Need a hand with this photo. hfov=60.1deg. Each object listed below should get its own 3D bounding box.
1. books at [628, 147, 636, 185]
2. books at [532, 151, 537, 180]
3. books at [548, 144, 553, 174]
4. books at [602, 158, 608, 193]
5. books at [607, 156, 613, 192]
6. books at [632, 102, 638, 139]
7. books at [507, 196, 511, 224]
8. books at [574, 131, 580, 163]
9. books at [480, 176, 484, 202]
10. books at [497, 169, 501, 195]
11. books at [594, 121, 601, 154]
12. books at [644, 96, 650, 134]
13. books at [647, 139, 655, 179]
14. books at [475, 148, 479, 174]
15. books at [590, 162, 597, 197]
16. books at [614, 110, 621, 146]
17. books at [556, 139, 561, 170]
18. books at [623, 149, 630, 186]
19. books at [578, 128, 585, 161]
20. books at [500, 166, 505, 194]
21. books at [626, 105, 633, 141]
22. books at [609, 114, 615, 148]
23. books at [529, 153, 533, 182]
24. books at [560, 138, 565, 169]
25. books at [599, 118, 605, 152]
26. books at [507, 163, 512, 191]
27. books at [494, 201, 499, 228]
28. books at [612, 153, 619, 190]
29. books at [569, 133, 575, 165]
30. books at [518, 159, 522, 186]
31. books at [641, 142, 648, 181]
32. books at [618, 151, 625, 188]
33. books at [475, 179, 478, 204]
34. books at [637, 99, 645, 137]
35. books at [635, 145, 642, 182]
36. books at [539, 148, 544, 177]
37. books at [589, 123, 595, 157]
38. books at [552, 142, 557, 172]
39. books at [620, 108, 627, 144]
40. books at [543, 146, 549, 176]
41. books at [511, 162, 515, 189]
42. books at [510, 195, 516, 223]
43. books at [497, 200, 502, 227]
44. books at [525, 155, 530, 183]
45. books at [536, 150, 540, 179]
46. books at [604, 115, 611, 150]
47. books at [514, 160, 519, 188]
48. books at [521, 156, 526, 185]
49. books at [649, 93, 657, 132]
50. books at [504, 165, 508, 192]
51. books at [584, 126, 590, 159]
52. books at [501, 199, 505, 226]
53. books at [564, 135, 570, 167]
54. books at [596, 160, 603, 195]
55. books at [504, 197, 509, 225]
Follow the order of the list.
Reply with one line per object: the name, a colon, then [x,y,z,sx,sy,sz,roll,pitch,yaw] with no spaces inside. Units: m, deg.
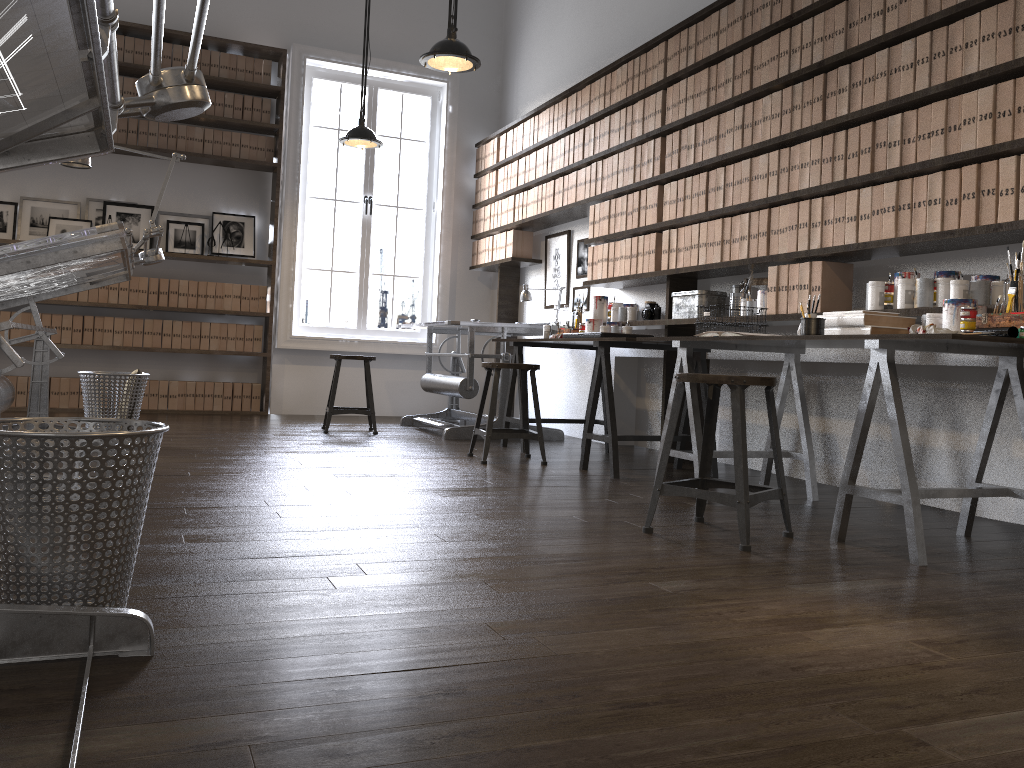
books: [0.797,-1.305,5.353,0.174,0.226,0.067,3,-1,-23]
books: [0.245,-1.635,6.702,0.174,0.226,0.067,3,-1,-23]
books: [0.355,-1.623,6.453,0.174,0.226,0.067,3,-1,-23]
books: [0.671,-1.320,5.671,0.174,0.226,0.067,3,-1,-23]
books: [0.696,-1.317,5.606,0.174,0.226,0.067,3,-1,-23]
books: [0.820,-1.573,5.352,0.174,0.226,0.067,3,-1,-23]
books: [0.060,-1.386,7.117,0.174,0.226,0.067,3,-1,-23]
books: [0.520,-1.605,6.063,0.174,0.226,0.067,3,-1,-23]
books: [-0.181,-1.687,7.723,0.174,0.226,0.067,3,-1,-23]
books: [-0.025,-1.664,7.351,0.174,0.226,0.067,3,-1,-23]
books: [0.632,-1.593,5.794,0.174,0.226,0.067,3,-1,-23]
books: [0.870,-1.567,5.225,0.174,0.226,0.067,3,-1,-23]
books: [0.879,-1.296,5.161,0.174,0.226,0.067,3,-1,-23]
books: [-0.230,-1.971,7.869,0.174,0.226,0.067,3,-1,-23]
books: [0.609,-1.326,5.799,0.174,0.226,0.067,3,-1,-23]
books: [0.734,-1.582,5.546,0.174,0.226,0.067,3,-1,-23]
books: [0.407,-1.617,6.323,0.174,0.226,0.067,3,-1,-23]
books: [0.775,-1.308,5.416,0.174,0.226,0.067,3,-1,-23]
books: [0.544,-1.602,5.992,0.174,0.226,0.067,3,-1,-23]
books: [0.000,-1.661,7.283,0.174,0.226,0.067,3,-1,-23]
books: [0.791,-1.576,5.415,0.174,0.226,0.067,3,-1,-23]
books: [0.711,-1.584,5.605,0.174,0.226,0.067,3,-1,-23]
books: [0.224,-1.637,6.766,0.174,0.226,0.067,3,-1,-23]
books: [0.432,-1.614,6.255,0.174,0.226,0.067,3,-1,-23]
books: [0.660,-1.590,5.729,0.174,0.226,0.067,3,-1,-23]
books: [0.057,-1.656,7.159,0.174,0.226,0.067,3,-1,-23]
books: [-0.055,-1.398,7.380,0.174,0.226,0.067,3,-1,-23]
books: [0.719,-1.314,5.540,0.174,0.226,0.067,3,-1,-23]
books: [0.489,-1.609,6.132,0.174,0.226,0.067,3,-1,-23]
books: [0.142,-1.646,6.963,0.174,0.226,0.067,3,-1,-23]
books: [0.856,-1.299,5.227,0.174,0.226,0.067,3,-1,-23]
books: [0.749,-1.311,5.473,0.174,0.226,0.067,3,-1,-23]
books: [-0.234,-1.693,7.855,0.174,0.226,0.067,3,-1,-23]
books: [0.840,-1.570,5.284,0.174,0.226,0.067,3,-1,-23]
books: [0.828,-1.302,5.293,0.174,0.226,0.067,3,-1,-23]
books: [0.298,-1.629,6.583,0.174,0.226,0.067,3,-1,-23]
books: [0.601,-1.596,5.858,0.174,0.226,0.067,3,-1,-23]
books: [0.384,-1.620,6.389,0.174,0.226,0.067,3,-1,-23]
books: [0.760,-1.579,5.478,0.174,0.226,0.067,3,-1,-23]
books: [0.324,-1.626,6.516,0.174,0.226,0.067,3,-1,-23]
books: [0.084,-1.653,7.100,0.174,0.226,0.067,3,-1,-23]
books: [0.080,-1.383,7.057,0.174,0.226,0.067,3,-1,-23]
books: [-0.024,-1.395,7.314,0.174,0.226,0.067,3,-1,-23]
books: [0.197,-1.640,6.832,0.174,0.226,0.067,3,-1,-23]
books: [0.275,-1.632,6.642,0.174,0.226,0.067,3,-1,-23]
books: [0.681,-1.587,5.664,0.174,0.226,0.067,3,-1,-23]
books: [0.108,-1.650,7.030,0.174,0.226,0.067,3,-1,-23]
books: [0.165,-1.644,6.895,0.174,0.226,0.067,3,-1,-23]
books: [0.893,-1.564,5.166,0.174,0.226,0.067,3,-1,-23]
books: [0.028,-1.658,7.216,0.174,0.226,0.067,3,-1,-23]
books: [0.578,-1.599,5.925,0.174,0.226,0.067,3,-1,-23]
books: [0.006,-1.392,7.251,0.174,0.226,0.067,3,-1,-23]
books: [0.460,-1.611,6.188,0.174,0.226,0.067,3,-1,-23]
books: [0.640,-1.323,5.734,0.174,0.226,0.067,3,-1,-23]
books: [0.032,-1.389,7.186,0.174,0.226,0.067,3,-1,-23]
